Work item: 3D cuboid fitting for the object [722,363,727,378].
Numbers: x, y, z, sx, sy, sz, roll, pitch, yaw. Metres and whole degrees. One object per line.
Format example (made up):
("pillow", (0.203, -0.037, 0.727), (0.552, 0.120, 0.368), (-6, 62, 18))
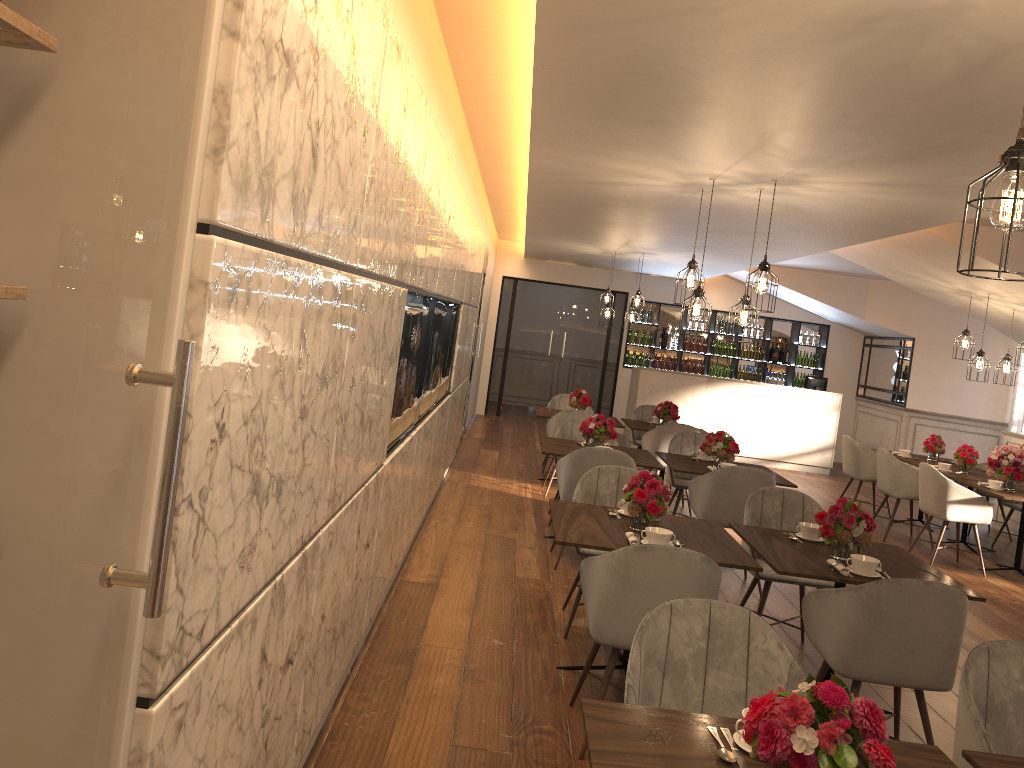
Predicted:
("object", (3.542, -0.221, 14.718), (0.065, 0.261, 0.066), (7, 1, -21))

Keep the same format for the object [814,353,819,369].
("object", (5.064, -0.383, 14.700), (0.065, 0.261, 0.066), (7, 1, -21))

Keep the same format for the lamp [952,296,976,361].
("lamp", (4.603, -1.266, 8.764), (0.175, 2.069, 0.175), (8, 1, 2))

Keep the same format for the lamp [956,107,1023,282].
("lamp", (1.243, -1.268, 1.988), (0.175, 2.069, 0.175), (8, 1, 2))

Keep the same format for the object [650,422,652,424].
("object", (1.501, 0.423, 9.579), (0.022, 0.004, 0.211), (8, 4, 0))

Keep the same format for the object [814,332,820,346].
("object", (5.057, -0.742, 14.665), (0.070, 0.235, 0.041), (8, 1, 0))

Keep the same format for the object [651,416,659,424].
("object", (1.583, 0.397, 9.604), (0.148, 0.072, 0.148), (9, 4, 23))

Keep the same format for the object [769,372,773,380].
("object", (4.294, -0.091, 14.712), (0.065, 0.207, 0.065), (6, 2, -44))

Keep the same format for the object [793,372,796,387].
("object", (4.688, -0.069, 14.708), (0.065, 0.263, 0.066), (7, 1, -21))

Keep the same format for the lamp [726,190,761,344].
("lamp", (1.577, -1.290, 5.578), (0.175, 2.069, 0.175), (8, 1, 2))

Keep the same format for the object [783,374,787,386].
("object", (4.525, -0.061, 14.710), (0.065, 0.207, 0.065), (6, 2, -44))

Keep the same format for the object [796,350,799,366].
("object", (4.736, -0.428, 14.703), (0.065, 0.263, 0.066), (7, 1, -21))

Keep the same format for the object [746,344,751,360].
("object", (3.941, -0.533, 14.710), (0.065, 0.261, 0.066), (7, 1, -21))

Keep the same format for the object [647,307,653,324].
("object", (2.291, -1.149, 14.687), (0.075, 0.310, 0.075), (7, 1, -43))

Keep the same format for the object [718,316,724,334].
("object", (3.469, -0.992, 14.677), (0.075, 0.310, 0.075), (8, 1, 33))

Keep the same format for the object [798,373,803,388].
("object", (4.798, -0.053, 14.707), (0.065, 0.261, 0.066), (7, 1, -21))

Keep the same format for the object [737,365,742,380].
("object", (3.784, -0.188, 14.716), (0.065, 0.261, 0.066), (7, 1, -21))

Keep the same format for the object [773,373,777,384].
("object", (4.371, -0.081, 14.711), (0.065, 0.207, 0.065), (6, 2, -44))

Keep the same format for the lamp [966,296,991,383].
("lamp", (4.574, -1.050, 8.438), (0.175, 2.069, 0.175), (8, 1, 2))

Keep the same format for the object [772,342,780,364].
("object", (4.381, -0.521, 14.683), (0.104, 0.359, 0.104), (7, 1, -38))

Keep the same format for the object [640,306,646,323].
("object", (2.188, -1.163, 14.688), (0.075, 0.310, 0.075), (9, 1, 43))

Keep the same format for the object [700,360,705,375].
("object", (3.173, -0.270, 14.721), (0.065, 0.261, 0.066), (7, 1, -21))

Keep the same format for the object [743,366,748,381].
("object", (3.893, -0.174, 14.715), (0.065, 0.261, 0.066), (7, 1, -21))

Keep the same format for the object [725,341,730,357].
("object", (3.590, -0.581, 14.713), (0.065, 0.263, 0.066), (7, 1, -21))

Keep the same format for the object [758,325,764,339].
("object", (4.132, -0.866, 14.673), (0.070, 0.235, 0.041), (8, 1, 0))

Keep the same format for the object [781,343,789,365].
("object", (4.537, -0.502, 14.679), (0.104, 0.359, 0.103), (8, 1, 28))

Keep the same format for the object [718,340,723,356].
("object", (3.480, -0.595, 14.714), (0.065, 0.263, 0.066), (7, 1, -21))

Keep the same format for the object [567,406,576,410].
("object", (0.672, 0.276, 9.612), (0.148, 0.072, 0.148), (9, 4, 23))

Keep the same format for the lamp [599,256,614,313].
("lamp", (1.343, -1.961, 11.434), (0.175, 2.069, 0.175), (8, 1, 2))

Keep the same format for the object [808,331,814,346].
("object", (4.957, -0.756, 14.666), (0.070, 0.235, 0.041), (8, 1, 0))

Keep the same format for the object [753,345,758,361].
("object", (4.050, -0.518, 14.709), (0.065, 0.261, 0.066), (7, 1, -21))

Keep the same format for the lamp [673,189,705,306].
("lamp", (1.282, -1.539, 5.780), (0.175, 2.069, 0.175), (8, 1, 2))

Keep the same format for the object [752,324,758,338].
("object", (4.033, -0.879, 14.674), (0.070, 0.235, 0.041), (8, 1, 0))

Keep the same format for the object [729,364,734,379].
("object", (3.651, -0.206, 14.717), (0.065, 0.261, 0.066), (7, 1, -21))

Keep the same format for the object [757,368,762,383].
("object", (4.112, -0.145, 14.713), (0.065, 0.261, 0.066), (7, 1, -21))

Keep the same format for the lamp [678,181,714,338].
("lamp", (1.254, -1.323, 5.455), (0.175, 2.069, 0.175), (8, 1, 2))

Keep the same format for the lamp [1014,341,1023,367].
("lamp", (4.920, -1.185, 8.231), (0.175, 2.069, 0.175), (8, 1, 2))

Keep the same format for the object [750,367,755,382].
("object", (4.003, -0.159, 14.714), (0.065, 0.261, 0.066), (7, 1, -21))

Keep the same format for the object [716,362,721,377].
("object", (3.432, -0.235, 14.719), (0.065, 0.261, 0.066), (7, 1, -21))

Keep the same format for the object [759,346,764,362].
("object", (4.160, -0.504, 14.708), (0.065, 0.261, 0.066), (7, 1, -21))

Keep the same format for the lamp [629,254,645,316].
("lamp", (1.660, -1.880, 10.900), (0.175, 2.069, 0.175), (8, 1, 2))

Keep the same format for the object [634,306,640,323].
("object", (2.084, -1.177, 14.689), (0.075, 0.310, 0.075), (8, 1, 25))

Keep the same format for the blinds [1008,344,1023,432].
("blinds", (6.792, 0.349, 11.403), (0.134, 2.696, 1.382), (8, 2, 0))

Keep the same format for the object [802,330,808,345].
("object", (4.857, -0.769, 14.666), (0.070, 0.235, 0.041), (8, 1, 0))

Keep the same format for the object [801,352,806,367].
("object", (4.845, -0.412, 14.702), (0.065, 0.261, 0.066), (7, 1, -21))

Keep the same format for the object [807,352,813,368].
("object", (4.955, -0.398, 14.701), (0.065, 0.261, 0.066), (7, 1, -21))

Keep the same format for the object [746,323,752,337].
("object", (3.933, -0.892, 14.674), (0.070, 0.235, 0.041), (8, 1, 0))

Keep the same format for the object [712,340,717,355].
("object", (3.370, -0.609, 14.715), (0.065, 0.261, 0.066), (7, 1, -21))

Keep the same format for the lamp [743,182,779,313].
("lamp", (1.599, -1.458, 5.247), (0.175, 2.069, 0.175), (8, 1, 2))

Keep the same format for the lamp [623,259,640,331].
("lamp", (1.638, -1.712, 11.232), (0.175, 2.069, 0.175), (8, 1, 2))

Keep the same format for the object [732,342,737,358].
("object", (3.699, -0.566, 14.712), (0.065, 0.263, 0.066), (7, 1, -21))

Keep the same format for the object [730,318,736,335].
("object", (3.676, -0.965, 14.675), (0.075, 0.310, 0.075), (8, 1, 11))

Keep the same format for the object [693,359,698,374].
("object", (3.063, -0.284, 14.722), (0.065, 0.261, 0.066), (7, 1, -21))

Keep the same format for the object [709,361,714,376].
("object", (3.323, -0.250, 14.720), (0.065, 0.261, 0.066), (7, 1, -21))

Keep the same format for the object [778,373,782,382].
("object", (4.448, -0.071, 14.711), (0.065, 0.207, 0.065), (6, 2, -44))

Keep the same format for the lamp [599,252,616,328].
("lamp", (1.314, -1.745, 11.108), (0.175, 2.069, 0.175), (8, 1, 2))

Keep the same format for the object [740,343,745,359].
("object", (3.831, -0.548, 14.711), (0.065, 0.261, 0.066), (7, 1, -21))

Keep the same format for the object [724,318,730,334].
("object", (3.572, -0.978, 14.676), (0.075, 0.310, 0.075), (8, 1, 11))

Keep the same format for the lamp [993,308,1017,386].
("lamp", (4.898, -1.016, 8.562), (0.175, 2.069, 0.175), (8, 1, 2))
